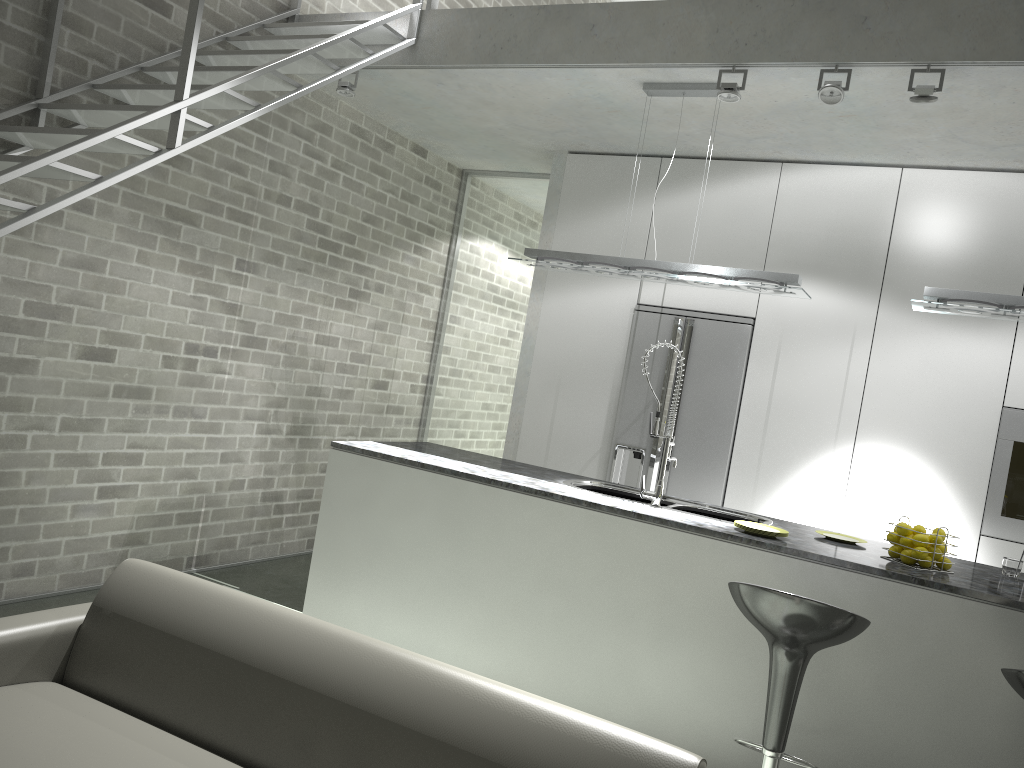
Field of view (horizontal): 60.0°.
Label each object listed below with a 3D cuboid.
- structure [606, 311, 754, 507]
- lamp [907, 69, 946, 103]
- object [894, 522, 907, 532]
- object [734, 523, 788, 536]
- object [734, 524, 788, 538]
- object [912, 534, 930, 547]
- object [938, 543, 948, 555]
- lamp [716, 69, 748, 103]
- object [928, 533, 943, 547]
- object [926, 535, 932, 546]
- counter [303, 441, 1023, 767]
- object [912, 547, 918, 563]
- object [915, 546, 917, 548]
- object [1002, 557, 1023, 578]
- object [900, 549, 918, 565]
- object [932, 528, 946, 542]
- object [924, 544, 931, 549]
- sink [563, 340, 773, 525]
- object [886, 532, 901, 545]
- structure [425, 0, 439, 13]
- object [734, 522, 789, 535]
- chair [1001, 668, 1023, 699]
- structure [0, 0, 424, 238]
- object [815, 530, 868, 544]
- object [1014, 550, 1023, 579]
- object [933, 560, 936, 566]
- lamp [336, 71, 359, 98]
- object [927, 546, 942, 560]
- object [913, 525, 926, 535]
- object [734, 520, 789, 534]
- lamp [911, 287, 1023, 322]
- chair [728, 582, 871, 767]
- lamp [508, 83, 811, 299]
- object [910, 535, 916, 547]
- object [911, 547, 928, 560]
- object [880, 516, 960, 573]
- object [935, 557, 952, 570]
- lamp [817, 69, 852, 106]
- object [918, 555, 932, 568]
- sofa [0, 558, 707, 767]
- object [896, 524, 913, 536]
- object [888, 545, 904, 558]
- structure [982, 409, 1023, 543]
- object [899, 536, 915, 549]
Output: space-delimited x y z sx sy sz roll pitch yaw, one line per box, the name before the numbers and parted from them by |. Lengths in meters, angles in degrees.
structure | 0.976 0.529 5.556 0.743 1.900 0.160 10 1 27
lamp | 1.710 -1.225 3.668 0.115 0.151 0.115 9 1 -21
object | 1.552 0.579 3.532 0.052 0.060 0.057 10 1 5
object | 1.012 0.598 3.609 0.217 0.017 0.216 9 1 -31
object | 1.012 0.603 3.609 0.217 0.017 0.216 9 1 -31
object | 1.576 0.604 3.419 0.061 0.052 0.053 10 1 30
object | 1.669 0.644 3.460 0.061 0.054 0.053 9 1 -27
lamp | 0.992 -1.358 4.017 0.109 0.136 0.109 9 1 -21
object | 1.635 0.602 3.425 0.051 0.053 0.063 10 1 29
object | 1.635 0.618 3.496 0.055 0.051 0.061 10 1 11
counter | 1.169 1.122 3.780 4.400 0.960 0.900 10 1 27
object | 1.576 0.672 3.481 0.057 0.060 0.052 10 1 22
object | 1.634 0.634 3.563 0.060 0.055 0.053 9 1 -30
object | 2.044 0.750 3.626 0.064 0.070 0.063 9 1 -26
object | 1.547 0.673 3.450 0.064 0.063 0.074 10 1 37
object | 1.675 0.595 3.480 0.050 0.060 0.059 10 1 16
object | 1.608 0.645 3.445 0.051 0.053 0.062 10 1 25
sink | 0.752 0.328 4.169 0.987 1.023 0.546 10 1 27
object | 1.519 0.614 3.521 0.053 0.051 0.063 9 1 -15
structure | 2.078 -2.031 3.539 5.560 0.972 0.070 10 1 27
object | 1.013 0.593 3.609 0.217 0.017 0.216 9 1 -31
chair | 1.590 1.244 2.547 0.457 0.931 0.464 10 1 8
structure | -2.037 -1.056 3.036 0.902 4.246 4.345 10 1 27
object | 1.428 0.670 3.852 0.217 0.017 0.216 9 1 -38
object | 2.093 0.649 3.522 0.088 0.288 0.101 9 1 -33
object | 1.633 0.691 3.482 0.061 0.055 0.050 9 1 -28
lamp | 2.362 -1.144 5.494 6.854 0.136 0.110 10 1 -9
object | 1.625 0.652 3.419 0.061 0.055 0.051 10 1 -4
object | 1.600 0.580 3.483 0.051 0.053 0.063 10 1 18
object | 1.014 0.589 3.609 0.217 0.017 0.216 9 1 -31
lamp | 2.484 -0.699 3.535 1.490 0.964 0.290 10 1 27
chair | 0.884 1.120 2.943 0.457 0.931 0.464 10 1 41
lamp | 0.778 -0.999 4.399 1.490 0.964 0.290 10 1 27
object | 1.576 0.622 3.513 0.064 0.053 0.051 10 1 19
object | 1.560 0.649 3.394 0.061 0.054 0.052 10 1 -6
object | 1.602 0.624 3.480 0.189 0.174 0.207 9 1 -18
object | 1.673 0.696 3.438 0.062 0.052 0.053 9 1 -34
lamp | 1.380 -1.282 3.812 0.115 0.151 0.115 9 1 -21
object | 1.591 0.682 3.413 0.051 0.053 0.063 10 1 25
sofa | -0.599 0.989 1.984 2.114 0.717 0.902 10 1 27
object | 1.540 0.574 3.481 0.053 0.051 0.063 9 1 -26
object | 1.518 0.661 3.503 0.060 0.057 0.052 10 1 18
structure | 2.875 0.522 4.588 0.692 0.680 0.036 10 1 27
object | 1.546 0.620 3.465 0.062 0.053 0.052 9 1 -12
